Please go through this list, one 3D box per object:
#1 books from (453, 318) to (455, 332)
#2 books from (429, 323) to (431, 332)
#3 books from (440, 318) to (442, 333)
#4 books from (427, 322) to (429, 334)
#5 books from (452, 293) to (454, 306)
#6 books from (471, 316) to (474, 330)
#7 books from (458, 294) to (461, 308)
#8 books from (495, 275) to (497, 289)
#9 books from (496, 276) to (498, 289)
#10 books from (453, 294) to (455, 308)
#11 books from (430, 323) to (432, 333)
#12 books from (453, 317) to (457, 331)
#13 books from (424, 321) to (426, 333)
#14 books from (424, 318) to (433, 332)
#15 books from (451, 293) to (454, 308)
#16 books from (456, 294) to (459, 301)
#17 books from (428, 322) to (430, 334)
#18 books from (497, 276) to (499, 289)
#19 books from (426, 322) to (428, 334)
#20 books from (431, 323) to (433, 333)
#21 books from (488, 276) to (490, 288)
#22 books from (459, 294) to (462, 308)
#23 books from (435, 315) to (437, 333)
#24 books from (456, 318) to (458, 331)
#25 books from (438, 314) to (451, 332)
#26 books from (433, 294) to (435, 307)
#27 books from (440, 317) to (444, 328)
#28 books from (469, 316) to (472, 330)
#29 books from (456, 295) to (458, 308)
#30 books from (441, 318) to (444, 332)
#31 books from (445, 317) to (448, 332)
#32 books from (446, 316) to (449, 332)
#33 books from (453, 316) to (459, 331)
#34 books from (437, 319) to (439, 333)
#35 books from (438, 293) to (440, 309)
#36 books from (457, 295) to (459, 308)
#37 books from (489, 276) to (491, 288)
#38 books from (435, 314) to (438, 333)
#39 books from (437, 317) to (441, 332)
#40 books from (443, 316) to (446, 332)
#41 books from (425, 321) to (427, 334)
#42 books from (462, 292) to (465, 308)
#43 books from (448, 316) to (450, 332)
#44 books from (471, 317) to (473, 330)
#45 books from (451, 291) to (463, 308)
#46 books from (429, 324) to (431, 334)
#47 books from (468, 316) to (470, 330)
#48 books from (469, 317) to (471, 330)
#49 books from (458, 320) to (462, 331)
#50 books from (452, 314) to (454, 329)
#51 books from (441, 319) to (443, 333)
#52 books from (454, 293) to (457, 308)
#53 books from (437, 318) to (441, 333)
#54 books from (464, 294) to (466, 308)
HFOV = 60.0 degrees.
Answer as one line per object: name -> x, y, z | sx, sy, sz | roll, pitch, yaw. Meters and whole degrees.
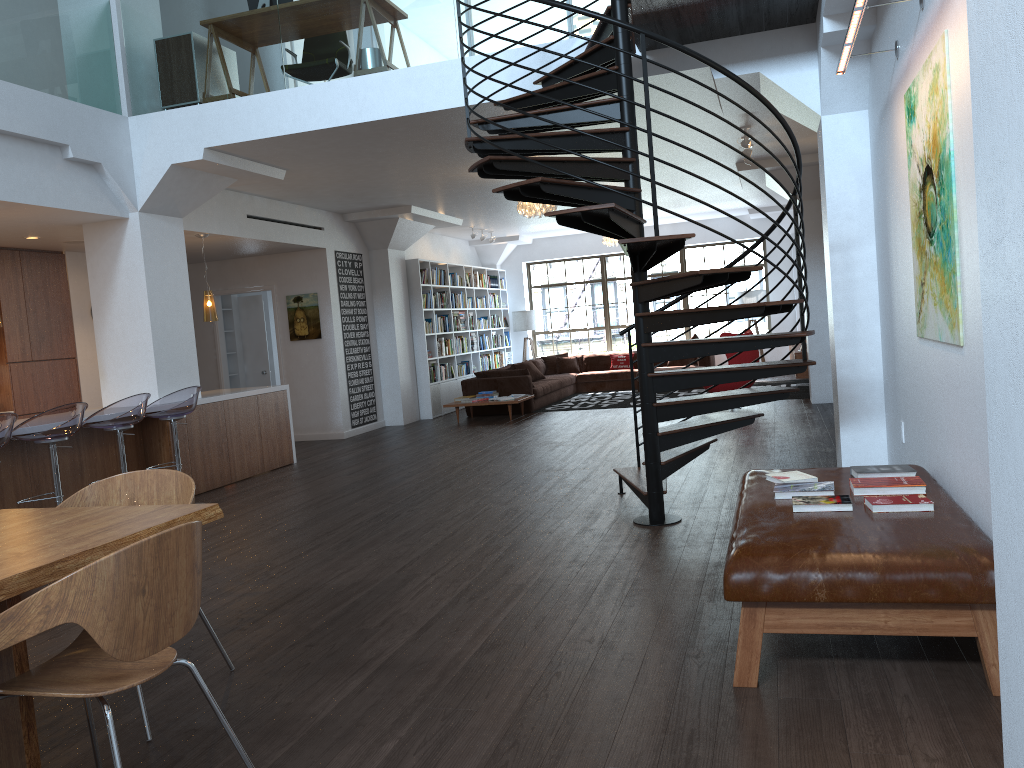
books -> -1.023, -0.974, 14.663 | 0.161, 0.223, 0.032 | -4, 4, 17
books -> -1.305, -0.854, 13.633 | 0.120, 0.167, 0.020 | -4, 4, 17
books -> -1.204, -0.933, 14.068 | 0.159, 0.250, 0.026 | -4, 4, 17
books -> -1.347, -0.854, 13.540 | 0.134, 0.184, 0.030 | -4, 4, 17
books -> -1.060, -1.364, 14.637 | 0.182, 0.253, 0.034 | -4, 4, 17
books -> -0.771, -1.064, 15.553 | 0.183, 0.253, 0.039 | -4, 4, 17
books -> -0.964, -1.389, 14.960 | 0.170, 0.245, 0.057 | -4, 4, 17
books -> -0.385, -1.948, 17.029 | 0.183, 0.253, 0.042 | -4, 4, 17
books -> -0.375, -1.951, 17.072 | 0.183, 0.253, 0.042 | -4, 4, 17
books -> -1.041, -1.361, 14.674 | 0.174, 0.239, 0.045 | -4, 4, 17
books -> -1.291, -0.855, 13.656 | 0.106, 0.162, 0.032 | -4, 4, 17
books -> -1.011, -0.986, 14.703 | 0.174, 0.240, 0.054 | -4, 4, 17
books -> -1.382, -0.846, 13.401 | 0.139, 0.191, 0.036 | -4, 4, 17
books -> -1.294, -0.894, 13.715 | 0.140, 0.231, 0.042 | -4, 4, 17
books -> -1.059, -1.361, 14.602 | 0.182, 0.253, 0.034 | -4, 4, 17
books -> -0.977, -1.387, 14.921 | 0.159, 0.250, 0.026 | -4, 4, 17
books -> -1.324, -0.852, 13.580 | 0.109, 0.171, 0.018 | -4, 4, 17
books -> -0.361, -1.955, 17.113 | 0.183, 0.253, 0.042 | -4, 4, 17
books -> -1.352, -0.847, 13.492 | 0.128, 0.178, 0.022 | -4, 4, 17
books -> -1.285, -0.859, 13.680 | 0.107, 0.167, 0.017 | -4, 4, 17
books -> -0.507, -1.894, 16.593 | 0.161, 0.223, 0.033 | -4, 4, 17
books -> -0.946, -1.390, 15.008 | 0.174, 0.239, 0.045 | -4, 4, 17
books -> -1.275, -0.930, 13.848 | 0.197, 0.283, 0.065 | -4, 4, 17
books -> -0.984, -0.984, 14.775 | 0.161, 0.223, 0.032 | -4, 4, 17
books -> -1.094, -0.987, 14.442 | 0.176, 0.294, 0.102 | -4, 4, 17
books -> -1.294, -1.285, 13.865 | 0.174, 0.236, 0.142 | -4, 4, 17
books -> -1.185, -0.944, 14.189 | 0.182, 0.253, 0.034 | -4, 4, 17
books -> -0.791, -1.057, 15.449 | 0.174, 0.251, 0.051 | -4, 4, 17
books -> -1.003, -1.370, 14.840 | 0.167, 0.230, 0.037 | -4, 4, 17
books -> -1.181, -0.931, 14.151 | 0.167, 0.230, 0.037 | -4, 4, 17
books -> -1.124, -0.950, 14.311 | 0.174, 0.239, 0.045 | -4, 4, 17
books -> -1.120, -0.960, 14.351 | 0.182, 0.253, 0.034 | -4, 4, 17
books -> -0.989, -1.001, 14.813 | 0.183, 0.253, 0.042 | -4, 4, 17
books -> -1.240, -0.909, 13.946 | 0.161, 0.223, 0.027 | -4, 4, 17
books -> -1.236, -1.311, 14.072 | 0.160, 0.251, 0.039 | -4, 4, 17
books -> -0.976, -1.372, 14.894 | 0.161, 0.223, 0.027 | -4, 4, 17
books -> -0.489, -1.898, 16.620 | 0.161, 0.223, 0.032 | -4, 4, 17
books -> -1.254, -0.939, 13.905 | 0.176, 0.290, 0.053 | -4, 4, 17
books -> -1.214, -0.928, 14.028 | 0.170, 0.245, 0.057 | -4, 4, 17
books -> -1.154, -0.948, 14.215 | 0.182, 0.253, 0.034 | -4, 4, 17
books -> -1.365, -0.856, 13.473 | 0.127, 0.200, 0.020 | -4, 4, 17
books -> -0.919, -1.423, 15.141 | 0.197, 0.283, 0.065 | -4, 4, 17
books -> -1.100, -0.964, 14.380 | 0.182, 0.253, 0.034 | -4, 4, 17
books -> -0.766, -1.048, 15.517 | 0.161, 0.223, 0.030 | -4, 4, 17
books -> -0.932, -1.421, 15.082 | 0.176, 0.290, 0.053 | -4, 4, 17
books -> -1.309, -0.846, 13.614 | 0.110, 0.153, 0.018 | -4, 4, 17
books -> -0.841, -1.062, 15.352 | 0.198, 0.284, 0.046 | -4, 4, 17
books -> -0.802, -1.039, 15.412 | 0.161, 0.223, 0.030 | -4, 4, 17
books -> -0.943, -0.988, 14.927 | 0.161, 0.207, 0.135 | -4, 4, 16
books -> -1.062, -0.997, 14.598 | 0.198, 0.284, 0.049 | -4, 4, 17
books -> -1.187, -0.923, 14.092 | 0.161, 0.223, 0.027 | -4, 4, 17
books -> -1.015, -1.376, 14.770 | 0.182, 0.253, 0.034 | -4, 4, 17
books -> -1.225, -0.921, 13.978 | 0.174, 0.239, 0.045 | -4, 4, 17
books -> -0.883, -1.414, 15.208 | 0.159, 0.250, 0.026 | -4, 4, 17
